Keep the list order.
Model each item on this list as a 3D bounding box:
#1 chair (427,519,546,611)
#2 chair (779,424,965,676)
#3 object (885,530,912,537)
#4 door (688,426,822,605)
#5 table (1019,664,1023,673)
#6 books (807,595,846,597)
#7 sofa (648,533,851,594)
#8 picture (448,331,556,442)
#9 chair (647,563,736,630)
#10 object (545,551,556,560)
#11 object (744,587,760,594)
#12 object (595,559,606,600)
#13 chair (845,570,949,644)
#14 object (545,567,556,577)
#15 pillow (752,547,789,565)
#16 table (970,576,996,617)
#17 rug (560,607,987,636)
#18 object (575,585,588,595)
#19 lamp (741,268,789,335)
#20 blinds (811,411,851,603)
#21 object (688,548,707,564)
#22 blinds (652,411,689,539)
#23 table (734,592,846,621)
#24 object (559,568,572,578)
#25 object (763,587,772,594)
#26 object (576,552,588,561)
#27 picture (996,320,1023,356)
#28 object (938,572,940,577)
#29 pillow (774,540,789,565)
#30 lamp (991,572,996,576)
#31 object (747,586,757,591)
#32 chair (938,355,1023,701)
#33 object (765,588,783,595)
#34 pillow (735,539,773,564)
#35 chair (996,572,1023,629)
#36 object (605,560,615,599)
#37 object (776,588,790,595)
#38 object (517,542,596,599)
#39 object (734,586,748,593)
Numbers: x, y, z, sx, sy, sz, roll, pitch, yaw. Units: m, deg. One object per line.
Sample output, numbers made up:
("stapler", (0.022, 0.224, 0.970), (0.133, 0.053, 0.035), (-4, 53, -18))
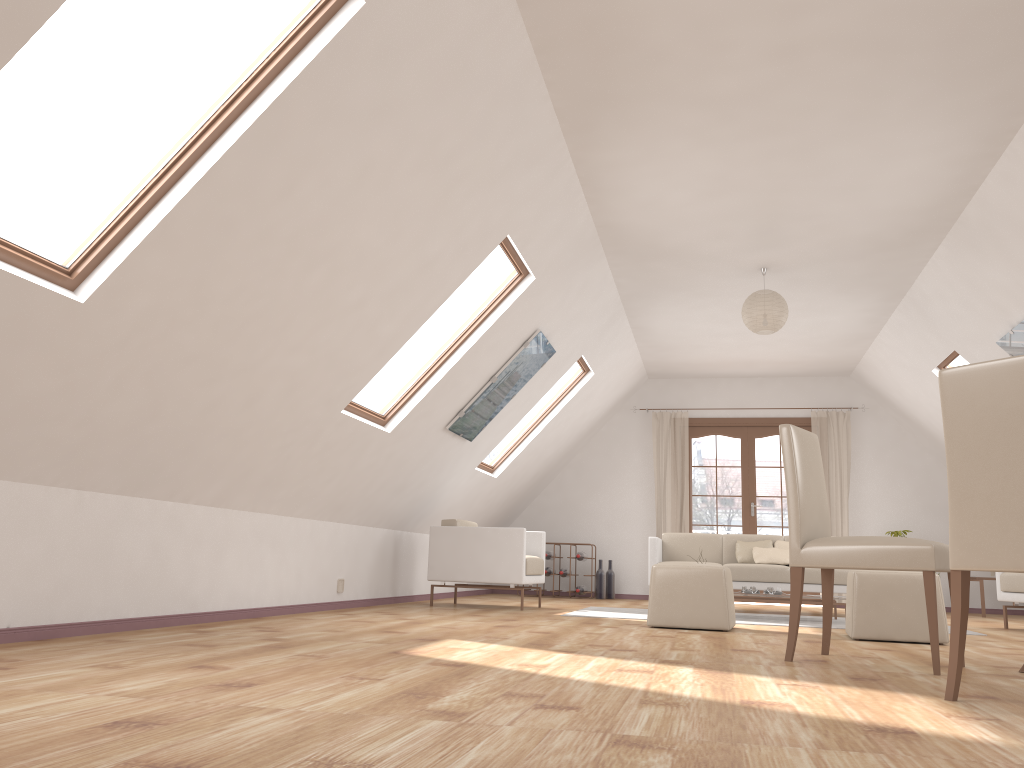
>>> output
("chair", (-0.187, 1.499, 7.409), (0.820, 0.706, 0.748), (-1, -12, 15))
("chair", (1.509, 0.666, 3.755), (0.618, 0.999, 0.477), (-7, -14, 37))
("object", (4.144, 1.977, 9.431), (0.311, 0.846, 0.307), (1, -12, 5))
("door", (2.720, 1.473, 10.161), (1.546, 2.001, 0.098), (-1, -12, 13))
("table", (2.312, 0.688, 3.167), (1.198, 0.770, 1.198), (-6, -14, 33))
("books", (2.415, 1.619, 6.769), (0.280, 0.005, 0.192), (1, -12, 5))
("sofa", (2.231, 1.731, 8.154), (1.880, 0.706, 0.820), (-1, -12, 13))
("picture", (-0.058, 0.038, 6.845), (0.683, 0.738, 0.650), (-1, -12, 13))
("chair", (1.137, 1.331, 5.595), (0.506, 0.394, 0.506), (-2, -12, 17))
("object", (0.418, 1.964, 10.162), (0.109, 0.109, 0.435), (-1, -12, 13))
("object", (1.839, 1.584, 6.804), (0.064, 0.052, 0.143), (-9, -16, 42))
("object", (0.996, 2.198, 9.965), (0.115, 0.443, 0.120), (0, -12, 7))
("chair", (2.196, 1.269, 5.112), (0.506, 0.394, 0.506), (-2, -12, 17))
("object", (0.413, 2.145, 10.123), (0.109, 0.109, 0.435), (-1, -12, 13))
("pillow", (2.382, 1.575, 8.104), (0.363, 0.170, 0.227), (-2, -12, 18))
("table", (4.935, 2.131, 8.884), (0.730, 0.390, 0.773), (0, -12, 11))
("rug", (1.888, 1.805, 6.816), (2.800, 0.007, 1.600), (-1, -12, 13))
("object", (0.771, 2.327, 10.003), (0.109, 0.109, 0.435), (-1, -12, 13))
("lamp", (1.894, -0.626, 6.651), (0.340, 0.497, 0.340), (11, -14, -37))
("blinds", (3.584, 1.341, 9.853), (0.424, 2.129, 0.123), (0, -12, 8))
("object", (1.509, 1.475, 7.103), (0.184, 0.359, 0.123), (10, -14, -35))
("blinds", (1.838, 1.373, 10.288), (0.423, 2.130, 0.120), (0, -12, 10))
("table", (1.944, 1.728, 6.889), (1.173, 0.190, 0.730), (-1, -12, 13))
("object", (0.595, 2.146, 10.081), (0.109, 0.109, 0.435), (-1, -12, 13))
("object", (2.057, 1.638, 7.034), (0.064, 0.052, 0.143), (-9, -16, 42))
("object", (0.783, 1.959, 10.079), (0.109, 0.109, 0.435), (-1, -12, 13))
("picture", (3.759, -0.010, 5.978), (0.683, 0.738, 0.650), (-1, -12, 13))
("object", (4.309, 2.106, 9.105), (0.234, 0.480, 0.209), (6, -12, -20))
("pillow", (2.600, 1.561, 8.209), (0.351, 0.225, 0.196), (-2, -12, 18))
("lamp", (5.031, 1.788, 9.105), (0.180, 0.375, 0.221), (13, -16, -42))
("object", (1.900, 1.640, 7.070), (0.064, 0.052, 0.143), (5, -12, -17))
("chair", (1.674, 0.456, 2.691), (0.618, 0.999, 0.477), (9, -13, -32))
("object", (1.996, 1.582, 6.769), (0.064, 0.051, 0.143), (5, -12, -17))
("pillow", (2.268, 1.565, 8.290), (0.351, 0.235, 0.185), (-1, -12, 16))
("chair", (4.088, 1.443, 6.427), (0.820, 0.706, 0.748), (1, -11, 3))
("object", (1.124, 2.239, 10.146), (0.115, 0.443, 0.120), (0, -12, 7))
("object", (2.105, 1.609, 6.884), (0.143, 0.052, 0.064), (-1, -12, 13))
("object", (0.516, 2.128, 10.147), (0.854, 0.608, 0.417), (-1, -12, 13))
("object", (1.792, 1.613, 6.955), (0.143, 0.052, 0.064), (-1, -12, 13))
